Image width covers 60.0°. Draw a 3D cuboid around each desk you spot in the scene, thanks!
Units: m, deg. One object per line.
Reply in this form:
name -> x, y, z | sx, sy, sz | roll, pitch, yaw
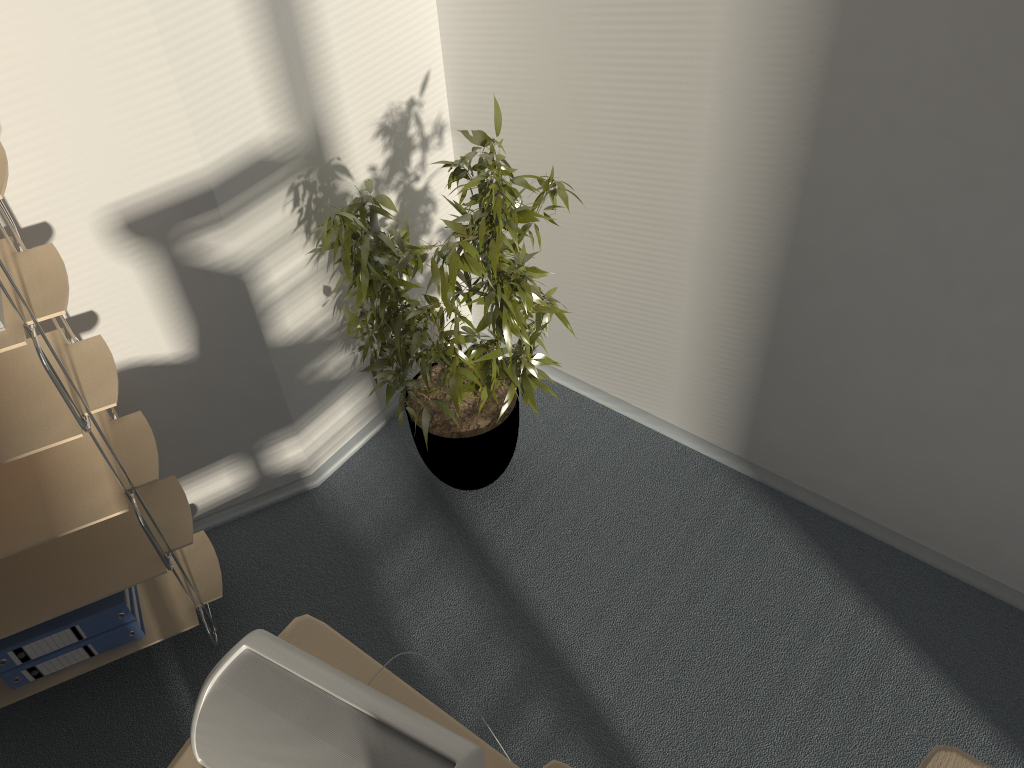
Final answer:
desk -> -0.084, 0.957, 0.992 | 1.469, 1.566, 0.967 | 27, 53, 27

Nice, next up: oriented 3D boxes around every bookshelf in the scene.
bookshelf -> -1.159, 0.154, 1.848 | 0.724, 1.572, 0.381 | -21, 48, -15

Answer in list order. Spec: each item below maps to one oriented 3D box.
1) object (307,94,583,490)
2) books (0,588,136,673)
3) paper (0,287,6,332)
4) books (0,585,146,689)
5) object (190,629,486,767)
object -> -0.138, -0.130, 2.349 | 0.644, 1.147, 0.544 | -20, 48, -14
books -> -1.139, 0.545, 2.240 | 0.320, 0.100, 0.263 | -20, 48, -15
paper -> -1.087, -0.125, 1.601 | 0.297, 0.046, 0.213 | -21, 48, -16
books -> -1.132, 0.590, 2.273 | 0.320, 0.072, 0.262 | -20, 48, -15
object -> -0.307, 0.606, 1.304 | 0.438, 0.162, 0.351 | 20, 51, 22
